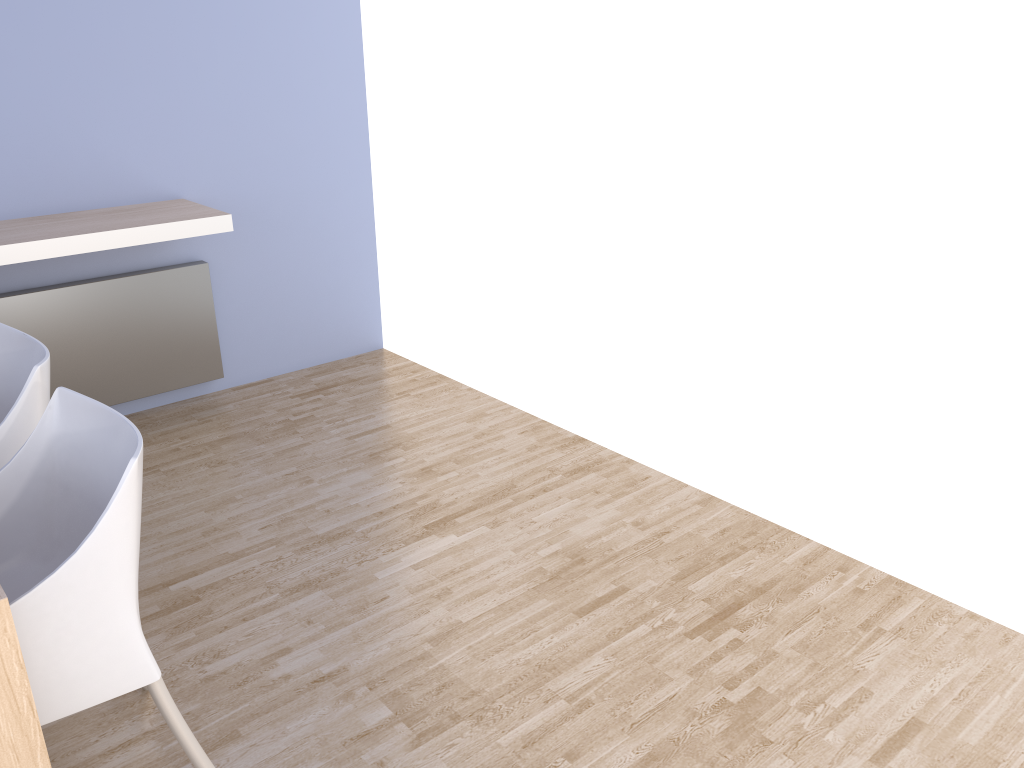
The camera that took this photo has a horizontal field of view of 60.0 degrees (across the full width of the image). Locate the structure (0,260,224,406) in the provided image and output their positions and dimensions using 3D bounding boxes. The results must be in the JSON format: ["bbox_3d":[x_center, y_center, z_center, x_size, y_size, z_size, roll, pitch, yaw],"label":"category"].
[{"bbox_3d":[-2.717,0.201,2.574,3.843,0.503,0.064,-18,27,-37],"label":"structure"}]

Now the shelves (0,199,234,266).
[{"bbox_3d":[-2.652,0.187,2.374,3.901,0.840,0.463,-18,27,-37],"label":"shelves"}]

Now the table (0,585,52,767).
[{"bbox_3d":[-1.835,0.434,1.891,1.002,0.718,2.340,-18,27,-37],"label":"table"}]

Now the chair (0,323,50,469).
[{"bbox_3d":[-1.273,0.311,2.086,0.486,0.793,0.510,-17,27,-36],"label":"chair"}]

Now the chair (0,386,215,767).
[{"bbox_3d":[-0.887,0.473,1.663,0.486,0.793,0.510,-18,27,-37],"label":"chair"}]
